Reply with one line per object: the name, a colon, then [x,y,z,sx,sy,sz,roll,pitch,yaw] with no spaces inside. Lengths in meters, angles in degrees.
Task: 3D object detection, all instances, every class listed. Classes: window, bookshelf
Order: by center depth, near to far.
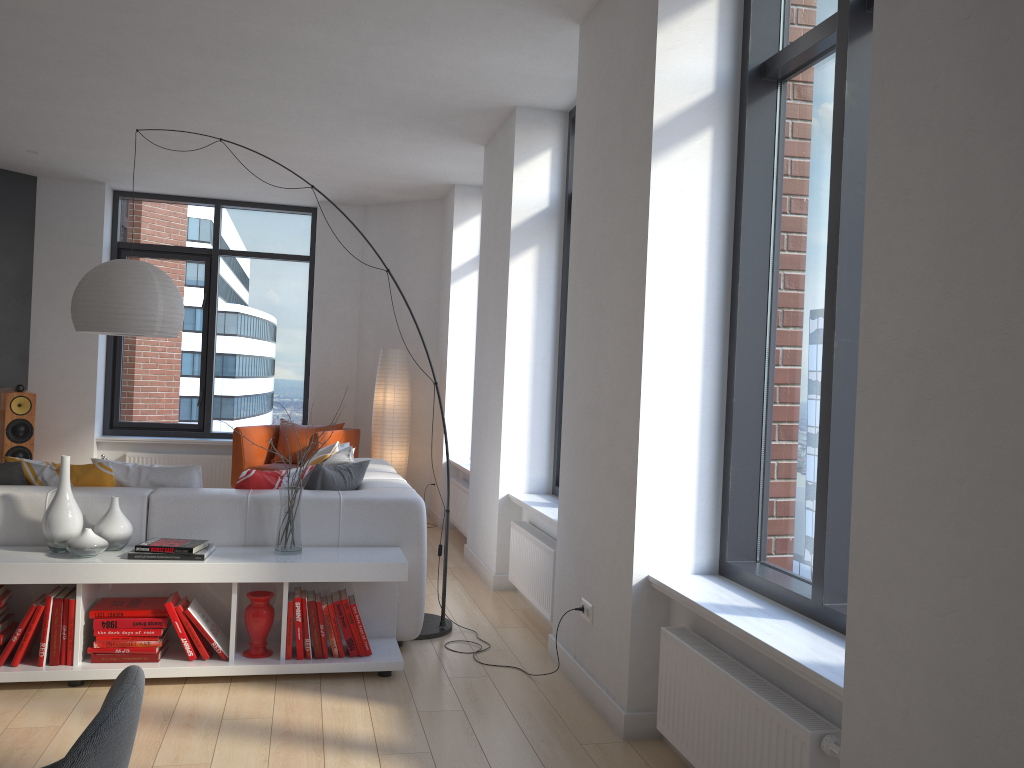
window: [1.057,-0.475,2.707,0.170,2.402,1.310,3,0,-13]
bookshelf: [-1.758,0.952,3.653,2.600,0.500,0.356,3,0,-13]
window: [0.535,-0.498,4.947,0.170,2.402,1.310,3,0,-13]
window: [-3.019,-0.655,8.969,1.960,2.402,0.170,3,0,-13]

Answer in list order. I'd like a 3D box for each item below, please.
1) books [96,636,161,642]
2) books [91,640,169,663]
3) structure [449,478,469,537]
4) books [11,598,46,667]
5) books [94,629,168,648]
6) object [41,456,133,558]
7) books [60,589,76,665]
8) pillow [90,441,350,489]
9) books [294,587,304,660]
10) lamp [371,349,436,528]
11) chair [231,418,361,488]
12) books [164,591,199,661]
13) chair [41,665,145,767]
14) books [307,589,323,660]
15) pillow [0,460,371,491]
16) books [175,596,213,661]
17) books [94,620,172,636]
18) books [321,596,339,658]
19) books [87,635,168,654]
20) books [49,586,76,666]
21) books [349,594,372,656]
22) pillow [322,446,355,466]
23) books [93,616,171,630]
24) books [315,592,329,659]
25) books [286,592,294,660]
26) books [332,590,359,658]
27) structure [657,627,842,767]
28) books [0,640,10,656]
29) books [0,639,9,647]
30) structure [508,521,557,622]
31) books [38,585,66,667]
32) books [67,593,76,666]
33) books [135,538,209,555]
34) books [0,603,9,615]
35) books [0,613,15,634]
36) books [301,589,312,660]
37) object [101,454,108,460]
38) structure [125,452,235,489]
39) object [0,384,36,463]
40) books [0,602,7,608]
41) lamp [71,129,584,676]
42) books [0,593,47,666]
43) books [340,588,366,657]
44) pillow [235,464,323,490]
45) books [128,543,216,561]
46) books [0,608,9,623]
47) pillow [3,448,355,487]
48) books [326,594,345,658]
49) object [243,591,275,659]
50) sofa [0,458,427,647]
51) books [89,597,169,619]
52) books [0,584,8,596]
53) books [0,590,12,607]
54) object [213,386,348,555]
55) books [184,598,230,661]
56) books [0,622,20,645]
books: [-1.582,1.034,3.685,0.236,0.023,0.178,3,0,-13]
books: [-1.587,1.113,3.695,0.259,0.034,0.206,3,0,-10]
structure: [-0.372,1.034,7.082,0.110,0.460,1.015,3,0,-13]
books: [-1.931,0.991,3.586,0.115,0.245,0.192,3,0,-13]
books: [-1.583,1.058,3.694,0.257,0.025,0.182,3,0,-13]
object: [-1.783,0.502,3.702,0.316,0.398,0.319,3,0,11]
books: [-1.804,0.989,3.623,0.028,0.266,0.188,3,0,-13]
pillow: [-1.530,0.574,5.201,0.580,0.456,2.156,3,0,13]
books: [-0.917,1.025,3.818,0.050,0.268,0.198,3,0,-13]
lamp: [-0.982,0.462,7.977,0.804,1.550,0.502,3,0,37]
chair: [-1.929,0.764,8.046,0.896,0.858,0.843,3,0,19]
books: [-1.382,1.015,3.729,0.134,0.248,0.192,3,0,-13]
chair: [-0.775,0.796,1.015,0.619,0.891,0.655,3,0,-12]
books: [-0.854,1.037,3.840,0.076,0.252,0.199,3,0,-13]
pillow: [-1.739,0.567,4.345,2.120,0.436,0.608,3,0,-17]
books: [-1.335,1.026,3.734,0.148,0.232,0.171,3,0,-11]
books: [-1.573,1.009,3.692,0.261,0.027,0.191,3,0,-9]
books: [-0.790,1.050,3.849,0.081,0.230,0.165,3,0,-13]
books: [-1.592,1.083,3.685,0.266,0.026,0.187,3,0,-8]
books: [-1.836,0.984,3.625,0.038,0.270,0.215,3,0,-13]
books: [-0.667,1.056,3.894,0.103,0.230,0.173,3,0,-13]
pillow: [-2.224,0.541,4.564,2.953,0.453,0.647,3,0,-25]
books: [-1.577,0.976,3.707,0.279,0.039,0.206,3,0,-14]
books: [-0.823,1.042,3.836,0.066,0.247,0.175,3,0,-13]
books: [-0.951,1.033,3.802,0.026,0.250,0.168,3,0,-13]
books: [-0.730,1.044,3.874,0.119,0.249,0.187,3,0,-13]
structure: [0.673,1.079,2.600,0.110,0.460,1.015,3,0,-13]
books: [-2.177,1.061,3.526,0.282,0.030,0.188,3,0,-12]
books: [-2.178,1.034,3.530,0.266,0.026,0.187,3,0,-14]
structure: [0.151,1.057,4.839,0.110,0.460,1.015,3,0,-13]
books: [-1.869,0.978,3.601,0.046,0.282,0.199,3,0,-13]
books: [-1.774,0.988,3.615,0.028,0.269,0.181,3,0,-13]
books: [-1.418,0.677,3.706,0.238,0.027,0.188,3,0,0]
books: [-2.172,0.912,3.546,0.236,0.023,0.178,3,0,-13]
books: [-2.186,0.970,3.565,0.279,0.039,0.206,3,0,-12]
books: [-0.886,1.032,3.823,0.056,0.262,0.185,3,0,-13]
object: [-2.716,0.581,5.678,0.330,0.265,0.330,3,0,11]
structure: [-2.984,0.918,8.655,1.474,0.460,0.110,3,0,-13]
object: [-4.430,0.540,7.862,0.290,1.088,0.434,3,0,-43]
books: [-2.191,0.888,3.550,0.257,0.025,0.182,3,0,-13]
lamp: [-0.998,-0.089,4.646,3.199,2.647,0.710,3,0,23]
books: [-1.972,0.989,3.584,0.144,0.247,0.188,3,0,-13]
books: [-0.699,1.042,3.885,0.116,0.255,0.198,3,0,-13]
pillow: [-2.056,0.579,4.262,2.250,0.449,0.575,3,0,-16]
books: [-1.424,0.704,3.730,0.300,0.026,0.245,3,0,-8]
books: [-2.183,0.937,3.549,0.261,0.027,0.191,3,0,-17]
pillow: [-1.666,0.586,4.912,0.630,0.440,2.095,3,0,34]
books: [-0.768,1.050,3.858,0.083,0.233,0.178,3,0,-13]
object: [-1.078,1.024,3.782,0.125,0.258,0.125,3,0,-36]
sofa: [-2.342,0.810,5.040,3.424,0.732,2.614,3,0,-13]
books: [-1.587,0.940,3.730,0.301,0.032,0.227,3,0,-13]
books: [-2.188,0.833,3.552,0.259,0.034,0.206,3,0,-16]
books: [-2.169,0.864,3.548,0.266,0.026,0.187,3,0,-19]
object: [-0.923,0.366,3.820,0.406,0.744,0.607,3,0,27]
books: [-1.281,1.034,3.746,0.186,0.223,0.188,3,0,-13]
books: [-2.181,1.006,3.566,0.301,0.032,0.227,3,0,-13]
